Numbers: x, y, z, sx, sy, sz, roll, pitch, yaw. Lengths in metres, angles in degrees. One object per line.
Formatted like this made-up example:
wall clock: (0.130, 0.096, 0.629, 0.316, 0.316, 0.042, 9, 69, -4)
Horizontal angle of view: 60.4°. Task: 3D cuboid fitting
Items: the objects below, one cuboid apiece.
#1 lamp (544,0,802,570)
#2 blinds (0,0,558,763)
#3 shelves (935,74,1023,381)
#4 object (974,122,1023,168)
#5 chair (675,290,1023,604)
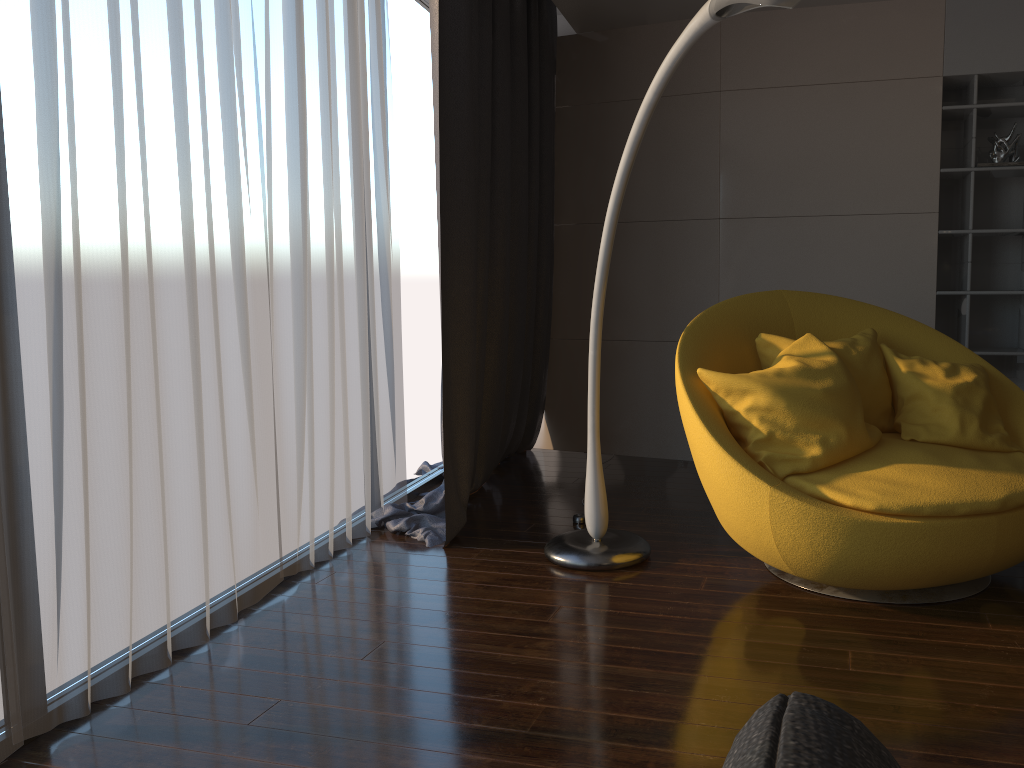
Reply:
lamp: (0.403, -0.323, 4.107, 0.584, 1.777, 4.216, -1, 6, 0)
blinds: (-0.915, -0.600, 1.753, 0.733, 2.891, 7.646, 1, 6, 14)
shelves: (3.224, -0.801, 4.587, 1.868, 1.599, 0.390, 1, 6, 15)
object: (2.595, -1.251, 4.649, 0.276, 0.227, 0.293, 1, 7, 18)
chair: (1.314, 0.164, 3.200, 1.567, 1.004, 1.101, -2, 6, -16)
